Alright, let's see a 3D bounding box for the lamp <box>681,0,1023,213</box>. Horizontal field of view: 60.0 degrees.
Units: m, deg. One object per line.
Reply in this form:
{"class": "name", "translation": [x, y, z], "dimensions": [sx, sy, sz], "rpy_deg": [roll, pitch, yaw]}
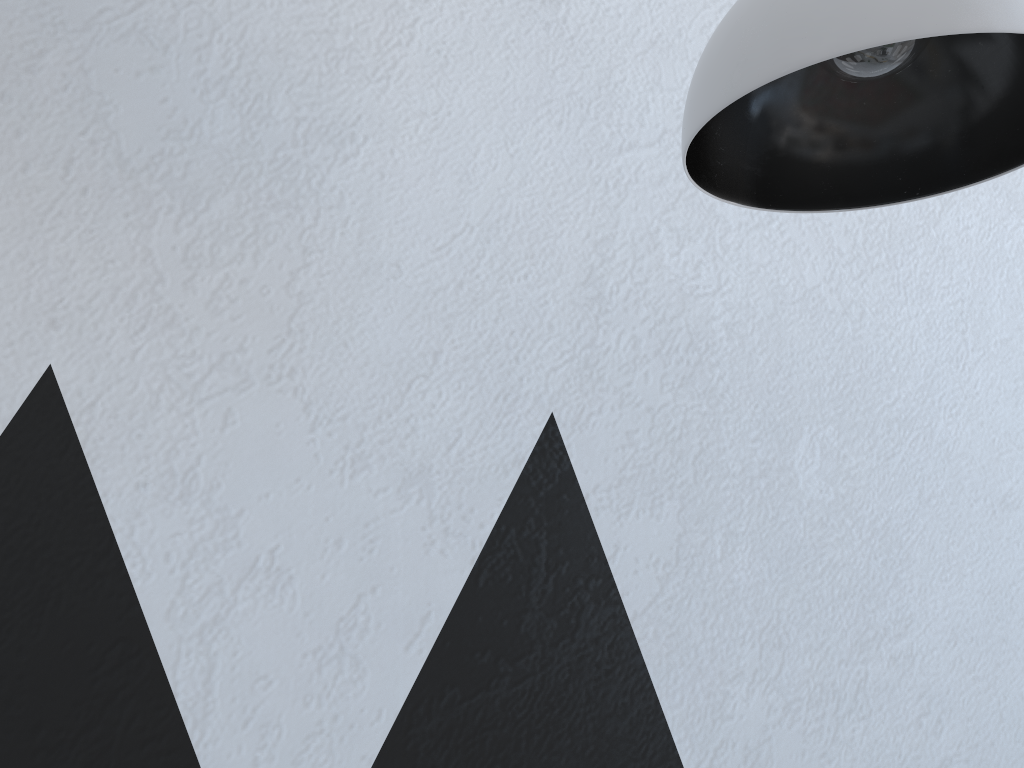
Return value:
{"class": "lamp", "translation": [-0.016, -0.438, 0.561], "dimensions": [0.651, 0.655, 0.201], "rpy_deg": [0, -10, 14]}
